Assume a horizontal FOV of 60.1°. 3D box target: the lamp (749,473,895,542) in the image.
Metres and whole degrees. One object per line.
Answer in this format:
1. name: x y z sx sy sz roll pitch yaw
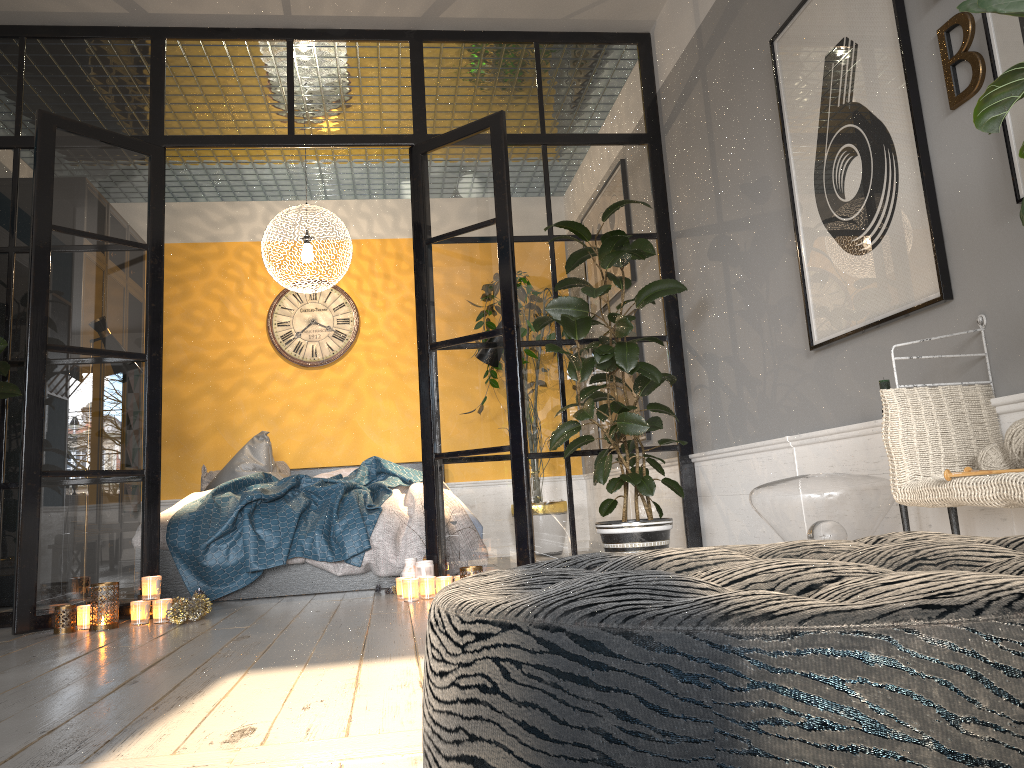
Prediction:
1. lamp: 0.962 0.495 2.693 0.432 0.443 0.428 -6 -10 13

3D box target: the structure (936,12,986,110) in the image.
1. structure: 1.250 -0.932 2.092 0.024 0.266 0.730 -2 -8 -8

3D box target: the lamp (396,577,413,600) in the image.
1. lamp: -0.503 0.958 4.149 0.080 0.100 0.080 6 -14 -43

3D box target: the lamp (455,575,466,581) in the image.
1. lamp: -0.219 0.925 4.035 0.080 0.100 0.080 -10 -12 32

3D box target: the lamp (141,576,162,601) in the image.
1. lamp: -1.552 0.880 3.808 0.080 0.100 0.080 -10 -12 32

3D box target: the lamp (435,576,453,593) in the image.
1. lamp: -0.308 0.932 4.043 0.080 0.100 0.080 -10 -12 32

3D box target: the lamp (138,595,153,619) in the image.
1. lamp: -1.655 1.010 4.007 0.081 0.108 0.080 -2 -10 -8

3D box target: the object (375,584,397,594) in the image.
1. object: -0.609 1.039 4.477 0.087 0.054 0.323 5 -11 -44

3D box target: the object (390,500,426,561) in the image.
1. object: -0.363 0.792 4.558 0.435 0.528 0.276 -10 -12 32

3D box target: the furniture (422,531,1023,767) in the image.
1. furniture: 0.286 0.332 0.830 0.735 0.361 0.727 0 -9 -21

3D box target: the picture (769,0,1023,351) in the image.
1. picture: -0.898 -0.796 2.878 4.040 1.817 7.208 -2 -8 -8

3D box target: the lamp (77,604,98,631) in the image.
1. lamp: -1.797 0.987 3.740 0.080 0.100 0.080 -10 -12 32

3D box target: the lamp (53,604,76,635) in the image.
1. lamp: -1.855 0.977 3.671 0.084 0.112 0.083 3 -12 -32

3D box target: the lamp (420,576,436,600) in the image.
1. lamp: -0.387 0.942 4.080 0.080 0.100 0.080 -10 -12 32

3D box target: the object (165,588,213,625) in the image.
1. object: -1.454 0.998 3.998 0.192 0.119 0.709 -1 -8 -19

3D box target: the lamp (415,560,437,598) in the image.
1. lamp: -0.411 0.924 4.190 0.089 0.168 0.091 6 -14 -41

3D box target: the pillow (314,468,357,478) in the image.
1. pillow: -1.126 0.695 6.185 0.481 0.230 0.590 -11 -11 40

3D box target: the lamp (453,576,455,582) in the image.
1. lamp: -0.266 0.945 4.132 0.063 0.092 0.062 1 -11 -26

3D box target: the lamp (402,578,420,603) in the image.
1. lamp: -0.459 0.939 4.026 0.080 0.100 0.080 -10 -12 32

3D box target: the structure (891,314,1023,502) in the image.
1. structure: 1.293 -0.126 0.944 0.308 0.492 2.743 -2 -8 -8

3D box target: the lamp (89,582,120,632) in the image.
1. lamp: -1.711 0.932 3.715 0.115 0.189 0.113 -2 -10 -9

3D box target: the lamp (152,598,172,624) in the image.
1. lamp: -1.500 0.975 3.793 0.080 0.100 0.080 -10 -12 32

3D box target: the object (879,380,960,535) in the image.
1. object: 1.136 0.313 2.431 0.091 0.710 0.276 0 -11 -16

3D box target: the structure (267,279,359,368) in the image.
1. structure: -1.596 -0.494 7.112 0.727 0.734 0.070 -2 -11 -8

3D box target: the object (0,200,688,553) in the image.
1. object: -1.012 0.094 3.902 3.897 1.818 0.998 -2 -10 -9

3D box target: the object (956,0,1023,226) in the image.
1. object: 1.119 -0.345 1.468 0.545 0.976 0.504 1 -11 -23

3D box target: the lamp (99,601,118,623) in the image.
1. lamp: -1.734 0.992 3.807 0.080 0.100 0.080 -10 -12 32

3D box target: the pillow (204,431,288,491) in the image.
1. pillow: -1.825 0.632 6.101 0.782 0.606 0.493 -3 -10 -2

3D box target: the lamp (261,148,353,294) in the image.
1. lamp: -1.427 -1.168 6.154 0.613 1.110 0.612 -10 -12 32

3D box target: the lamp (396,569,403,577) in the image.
1. lamp: -0.519 0.994 4.502 0.108 0.133 0.095 4 -13 -37

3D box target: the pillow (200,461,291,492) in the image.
1. pillow: -1.877 0.786 6.490 0.754 0.461 0.509 3 -11 -36

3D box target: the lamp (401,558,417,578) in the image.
1. lamp: -0.488 0.936 4.280 0.092 0.182 0.091 -6 -11 12

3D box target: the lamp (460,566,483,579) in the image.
1. lamp: -0.179 0.889 3.950 0.107 0.142 0.106 6 -14 -44

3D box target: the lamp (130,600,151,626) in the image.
1. lamp: -1.591 0.980 3.787 0.080 0.100 0.080 -10 -12 32

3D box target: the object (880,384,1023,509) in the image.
1. object: 1.139 0.107 1.903 0.329 0.310 0.775 -2 -8 -7

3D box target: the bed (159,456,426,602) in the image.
1. bed: -1.187 0.864 5.702 1.898 0.779 2.295 -3 -8 -8
